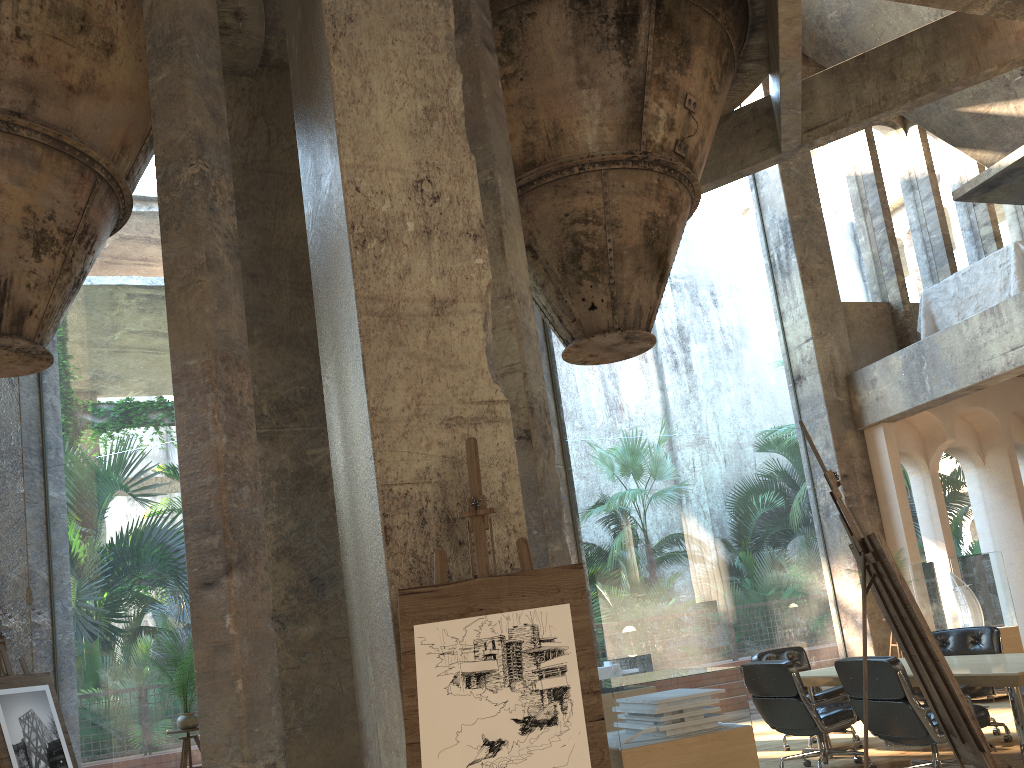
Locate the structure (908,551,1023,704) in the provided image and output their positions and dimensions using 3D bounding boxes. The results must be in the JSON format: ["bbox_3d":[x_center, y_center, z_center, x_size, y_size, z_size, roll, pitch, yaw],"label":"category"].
[{"bbox_3d":[5.024,2.671,9.657,0.741,1.511,0.610,-4,-11,-21],"label":"structure"}]

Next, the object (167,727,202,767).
[{"bbox_3d":[-2.350,3.128,6.750,0.569,0.949,0.676,-2,-13,-26],"label":"object"}]

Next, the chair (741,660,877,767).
[{"bbox_3d":[2.307,2.523,6.737,0.818,0.871,0.751,-3,-13,-20],"label":"chair"}]

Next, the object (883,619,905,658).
[{"bbox_3d":[4.431,3.142,9.980,0.669,0.949,0.576,-15,-13,32],"label":"object"}]

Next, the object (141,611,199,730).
[{"bbox_3d":[-2.483,2.203,6.836,0.858,0.918,0.705,-8,-12,0],"label":"object"}]

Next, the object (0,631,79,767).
[{"bbox_3d":[-3.405,2.529,6.160,0.687,2.096,0.715,-9,-10,8],"label":"object"}]

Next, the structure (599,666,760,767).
[{"bbox_3d":[0.763,2.034,4.562,0.733,0.990,0.764,-4,-13,-21],"label":"structure"}]

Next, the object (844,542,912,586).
[{"bbox_3d":[4.278,2.254,10.182,0.857,0.918,0.706,-1,-14,-30],"label":"object"}]

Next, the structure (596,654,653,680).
[{"bbox_3d":[0.870,3.081,8.178,0.741,0.990,0.756,-4,-13,-21],"label":"structure"}]

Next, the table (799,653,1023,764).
[{"bbox_3d":[3.200,2.430,6.512,1.100,0.682,2.485,-3,-17,-20],"label":"table"}]

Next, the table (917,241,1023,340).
[{"bbox_3d":[5.646,-0.987,10.235,1.111,0.782,1.803,-3,-16,-20],"label":"table"}]

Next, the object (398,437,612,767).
[{"bbox_3d":[-0.027,1.169,3.116,0.703,2.096,0.699,-9,-10,5],"label":"object"}]

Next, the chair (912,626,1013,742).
[{"bbox_3d":[3.665,2.482,7.237,0.745,0.871,0.825,-19,-17,41],"label":"chair"}]

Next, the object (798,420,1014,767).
[{"bbox_3d":[1.705,1.152,3.869,0.688,2.096,0.714,-10,-10,11],"label":"object"}]

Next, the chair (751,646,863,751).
[{"bbox_3d":[2.702,2.812,7.906,0.728,0.871,0.844,-2,-14,-26],"label":"chair"}]

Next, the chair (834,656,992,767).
[{"bbox_3d":[2.672,2.169,5.704,0.818,0.871,0.751,-5,-13,-14],"label":"chair"}]
